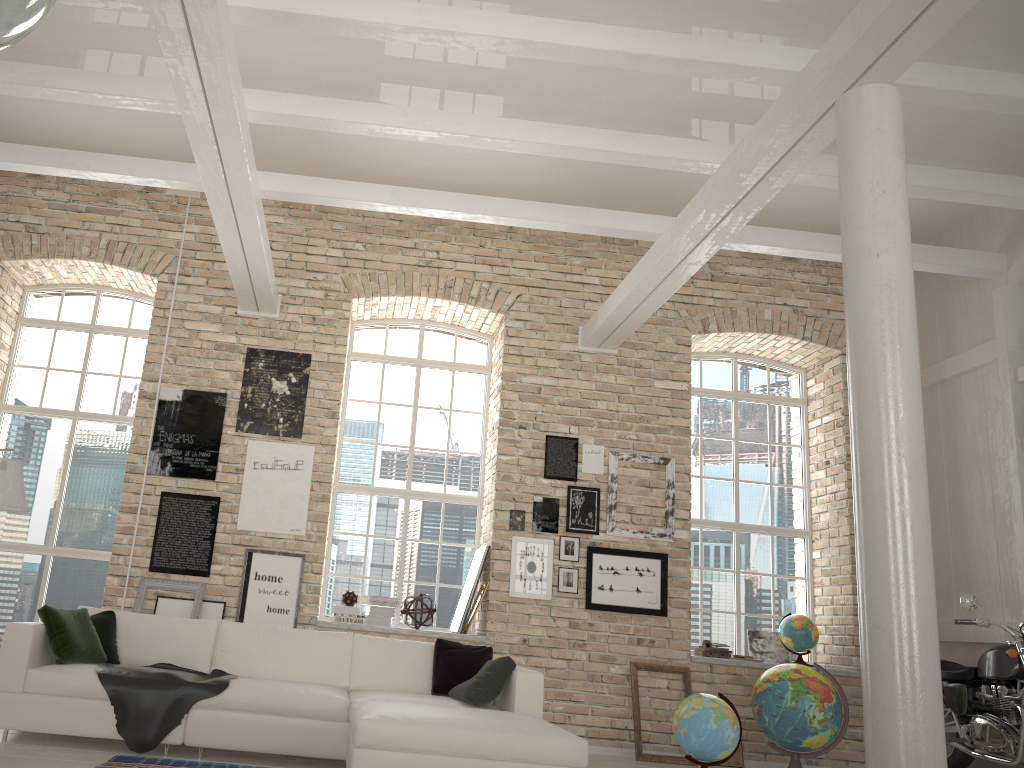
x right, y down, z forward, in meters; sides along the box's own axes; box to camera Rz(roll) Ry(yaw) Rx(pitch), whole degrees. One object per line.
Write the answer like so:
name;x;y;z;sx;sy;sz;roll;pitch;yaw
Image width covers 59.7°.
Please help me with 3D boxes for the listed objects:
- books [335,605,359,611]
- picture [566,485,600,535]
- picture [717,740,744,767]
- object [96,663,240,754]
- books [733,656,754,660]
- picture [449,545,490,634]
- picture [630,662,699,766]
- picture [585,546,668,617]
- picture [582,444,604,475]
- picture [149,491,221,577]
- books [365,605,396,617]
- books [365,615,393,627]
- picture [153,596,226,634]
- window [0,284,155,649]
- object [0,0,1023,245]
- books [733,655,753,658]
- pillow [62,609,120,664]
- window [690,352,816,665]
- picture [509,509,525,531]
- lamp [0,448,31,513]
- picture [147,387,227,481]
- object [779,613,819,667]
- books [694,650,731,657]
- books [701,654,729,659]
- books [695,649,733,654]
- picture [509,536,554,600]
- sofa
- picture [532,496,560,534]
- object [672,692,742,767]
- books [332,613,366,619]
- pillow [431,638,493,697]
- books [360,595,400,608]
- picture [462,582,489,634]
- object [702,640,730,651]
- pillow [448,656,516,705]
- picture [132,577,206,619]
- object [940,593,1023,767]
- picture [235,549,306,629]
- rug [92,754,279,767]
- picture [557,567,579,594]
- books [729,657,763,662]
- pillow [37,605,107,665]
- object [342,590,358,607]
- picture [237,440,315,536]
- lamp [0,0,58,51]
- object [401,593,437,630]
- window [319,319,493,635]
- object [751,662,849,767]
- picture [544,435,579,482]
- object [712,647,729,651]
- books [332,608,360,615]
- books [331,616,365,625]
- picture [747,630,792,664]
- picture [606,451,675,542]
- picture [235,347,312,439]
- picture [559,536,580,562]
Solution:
books;-1.421;1.922;7.656;0.178;0.030;0.182;10;-16;-16
picture;0.627;1.107;7.834;0.290;0.409;0.010;5;-15;-2
picture;1.770;2.977;7.381;0.266;0.350;0.096;5;-15;-3
object;-2.186;2.019;5.592;0.885;0.463;0.787;7;-16;-7
books;1.994;2.355;7.667;0.101;0.014;0.140;13;-17;-24
picture;-0.374;1.827;7.905;0.242;0.762;0.596;6;-16;-9
picture;1.247;2.707;7.340;0.503;0.747;0.224;5;-15;-3
picture;0.990;1.703;7.697;0.710;0.534;0.032;5;-15;-2
picture;0.723;0.673;7.966;0.193;0.258;0.012;5;-15;-2
picture;-2.785;1.280;7.603;0.508;0.680;0.065;5;-15;-2
books;-1.174;2.024;7.946;0.233;0.088;0.325;8;-16;-12
books;-1.179;2.103;7.923;0.238;0.088;0.317;6;-16;-2
picture;-2.678;2.052;7.314;0.572;0.567;0.148;5;-15;-3
window;-3.101;-0.647;2.927;1.411;3.650;11.586;6;-16;-9
object;-0.323;-0.715;3.146;10.051;4.789;11.993;7;-16;-6
books;1.988;2.344;7.677;0.126;0.013;0.108;14;-18;-29
pillow;-2.828;1.690;5.952;0.334;0.364;0.385;-8;-20;38
window;3.261;-0.307;3.226;1.412;2.984;11.586;6;-16;-9
picture;0.046;1.190;7.784;0.135;0.178;0.008;3;-15;3
lamp;-3.709;1.301;5.916;1.061;1.773;0.425;-4;-17;28
picture;-2.840;0.432;7.814;0.587;0.784;0.037;5;-15;-2
object;2.561;2.283;7.958;0.331;0.464;0.329;4;-15;-1
books;1.761;2.373;7.845;0.252;0.029;0.206;7;-16;-6
books;1.760;2.397;7.835;0.254;0.025;0.204;7;-16;-4
books;1.772;2.350;7.854;0.253;0.026;0.207;8;-16;-9
picture;0.170;1.585;7.681;0.364;0.513;0.013;5;-15;-2
sofa;-1.431;1.877;5.312;3.259;0.840;2.192;6;-16;-4
picture;0.297;1.146;7.810;0.228;0.306;0.014;5;-15;-2
object;1.352;2.473;6.218;0.476;0.630;0.420;-6;-18;33
books;-1.397;1.984;7.628;0.267;0.024;0.222;8;-16;-8
pillow;-0.337;1.956;6.087;0.424;0.389;0.244;5;-15;-3
books;-1.177;1.940;7.962;0.290;0.084;0.240;12;-17;-24
picture;-0.321;1.943;7.714;0.171;0.459;0.367;6;-16;-9
object;1.806;2.317;7.872;0.100;0.089;0.449;-6;-19;34
pillow;-0.190;1.875;5.684;0.331;0.305;0.430;9;-16;-16
picture;-2.831;1.894;7.278;0.541;0.581;0.286;5;-15;-4
object;3.477;2.190;6.449;0.796;1.327;2.220;8;-16;-13
picture;-2.036;1.788;7.491;0.516;0.755;0.012;5;-15;-2
rug;-1.373;1.869;3.875;1.389;0.008;2.723;8;-16;-9
picture;0.484;1.691;7.676;0.175;0.212;0.011;5;-15;-2
books;2.003;2.370;7.656;0.226;0.022;0.178;7;-16;-5
pillow;-2.803;1.601;5.685;0.318;0.343;0.399;-1;-16;17
object;-1.404;1.861;7.726;0.149;0.137;0.137;-2;-17;20
picture;-2.043;0.898;7.731;0.586;0.783;0.037;5;-15;-2
lamp;-1.160;-1.453;1.998;0.514;1.596;0.491;1;-15;8
object;-0.804;1.958;7.682;0.297;0.307;0.316;8;-16;-15
window;0.105;-0.636;3.121;1.412;2.984;11.586;6;-16;-9
object;2.222;2.638;6.965;0.619;0.923;0.693;13;-18;-30
picture;0.441;0.662;7.948;0.294;0.393;0.018;5;-15;-2
object;1.773;2.326;7.849;0.212;0.020;0.160;7;-16;-5
books;-1.429;1.955;7.647;0.196;0.040;0.202;11;-17;-19
books;-1.402;2.018;7.618;0.272;0.048;0.222;8;-16;-8
picture;2.388;2.447;8.271;0.390;0.292;0.068;5;-15;-2
picture;1.143;0.995;7.896;0.601;0.748;0.025;5;-15;-2
picture;-2.125;0.078;7.967;0.585;0.782;0.037;5;-15;-2
picture;0.498;1.433;7.747;0.175;0.212;0.011;5;-15;-2
